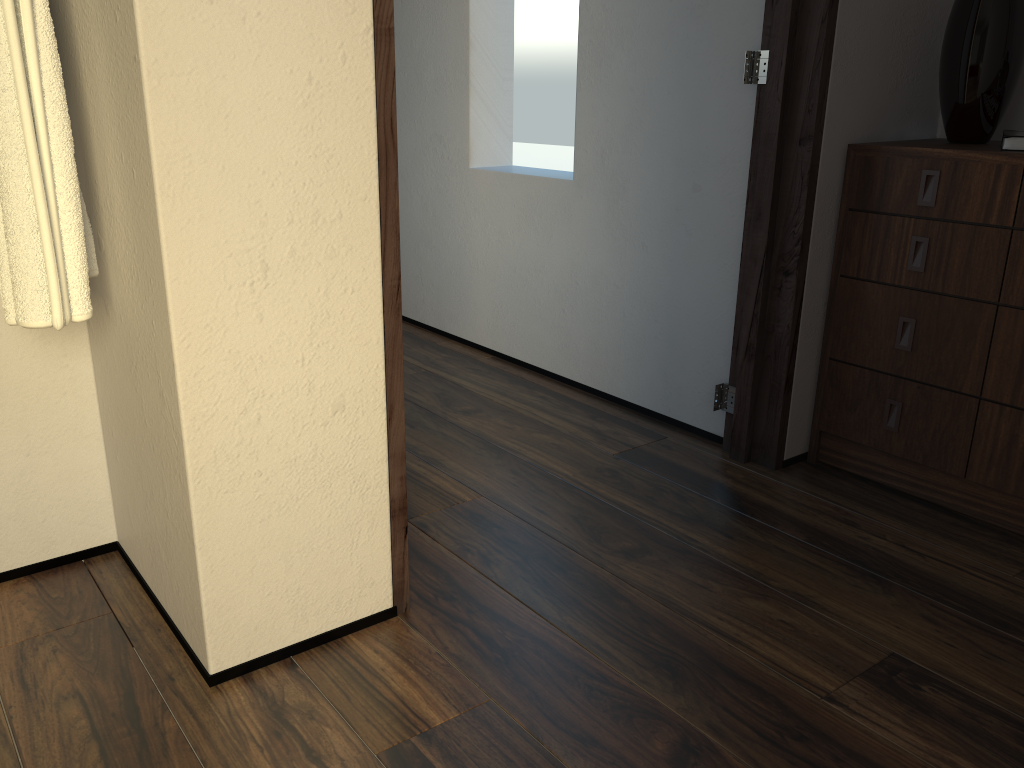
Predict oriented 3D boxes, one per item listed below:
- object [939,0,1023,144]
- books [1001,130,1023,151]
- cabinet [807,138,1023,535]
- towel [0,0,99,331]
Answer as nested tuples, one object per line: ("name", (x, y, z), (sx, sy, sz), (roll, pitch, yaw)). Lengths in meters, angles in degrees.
("object", (1.062, -0.758, 1.992), (0.167, 0.417, 0.173), (-7, 20, -23))
("books", (1.277, -0.487, 1.790), (0.507, 0.034, 0.242), (10, 21, 27))
("cabinet", (1.278, -0.065, 1.838), (0.394, 0.800, 1.164), (-13, 23, -35))
("towel", (-0.757, -0.396, 1.350), (0.159, 0.636, 0.261), (-6, 20, -18))
